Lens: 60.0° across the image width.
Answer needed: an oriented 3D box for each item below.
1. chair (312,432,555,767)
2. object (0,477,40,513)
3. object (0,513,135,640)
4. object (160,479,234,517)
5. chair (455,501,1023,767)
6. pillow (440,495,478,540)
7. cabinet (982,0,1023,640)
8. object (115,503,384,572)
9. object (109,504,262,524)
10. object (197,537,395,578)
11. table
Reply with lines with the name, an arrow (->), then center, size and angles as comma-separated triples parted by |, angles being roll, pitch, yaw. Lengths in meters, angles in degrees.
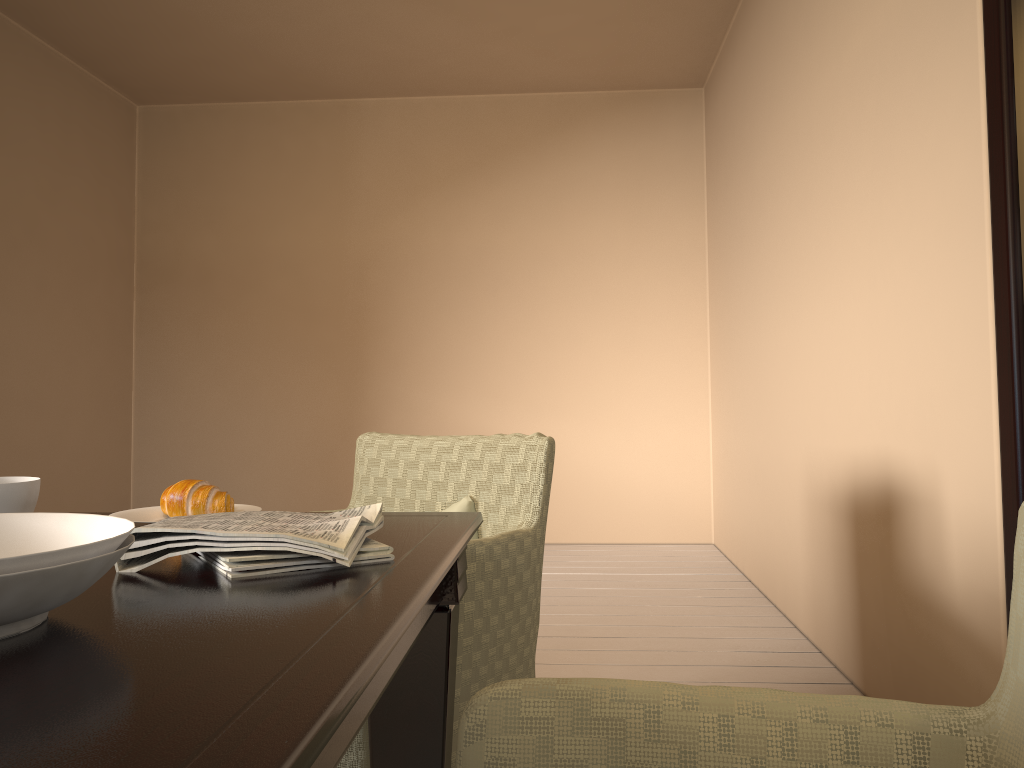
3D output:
chair -> -0.272, 0.496, 1.646 | 0.563, 0.803, 0.561 | -3, -3, 40
object -> -0.629, 0.150, 1.048 | 0.125, 0.070, 0.116 | 0, -2, -3
object -> -0.427, 0.144, 0.642 | 0.281, 0.066, 0.281 | 0, -1, -2
object -> -0.434, 0.156, 1.210 | 0.138, 0.051, 0.062 | -1, -2, 23
chair -> 0.150, 0.471, 0.437 | 0.561, 0.803, 0.562 | -1, -2, 10
pillow -> -0.198, 0.367, 1.732 | 0.316, 0.295, 0.247 | -1, -2, 17
cabinet -> 1.193, -0.186, 0.468 | 0.888, 1.843, 2.485 | -1, -2, 4
object -> -0.264, 0.159, 0.925 | 0.233, 0.051, 0.164 | -1, -1, 4
object -> -0.439, 0.180, 1.198 | 0.194, 0.014, 0.194 | 0, -1, -20
object -> -0.249, 0.174, 0.957 | 0.164, 0.027, 0.231 | 0, -1, -31
table -> -0.561, 0.500, 0.307 | 0.918, 0.655, 1.988 | -1, -1, 4
